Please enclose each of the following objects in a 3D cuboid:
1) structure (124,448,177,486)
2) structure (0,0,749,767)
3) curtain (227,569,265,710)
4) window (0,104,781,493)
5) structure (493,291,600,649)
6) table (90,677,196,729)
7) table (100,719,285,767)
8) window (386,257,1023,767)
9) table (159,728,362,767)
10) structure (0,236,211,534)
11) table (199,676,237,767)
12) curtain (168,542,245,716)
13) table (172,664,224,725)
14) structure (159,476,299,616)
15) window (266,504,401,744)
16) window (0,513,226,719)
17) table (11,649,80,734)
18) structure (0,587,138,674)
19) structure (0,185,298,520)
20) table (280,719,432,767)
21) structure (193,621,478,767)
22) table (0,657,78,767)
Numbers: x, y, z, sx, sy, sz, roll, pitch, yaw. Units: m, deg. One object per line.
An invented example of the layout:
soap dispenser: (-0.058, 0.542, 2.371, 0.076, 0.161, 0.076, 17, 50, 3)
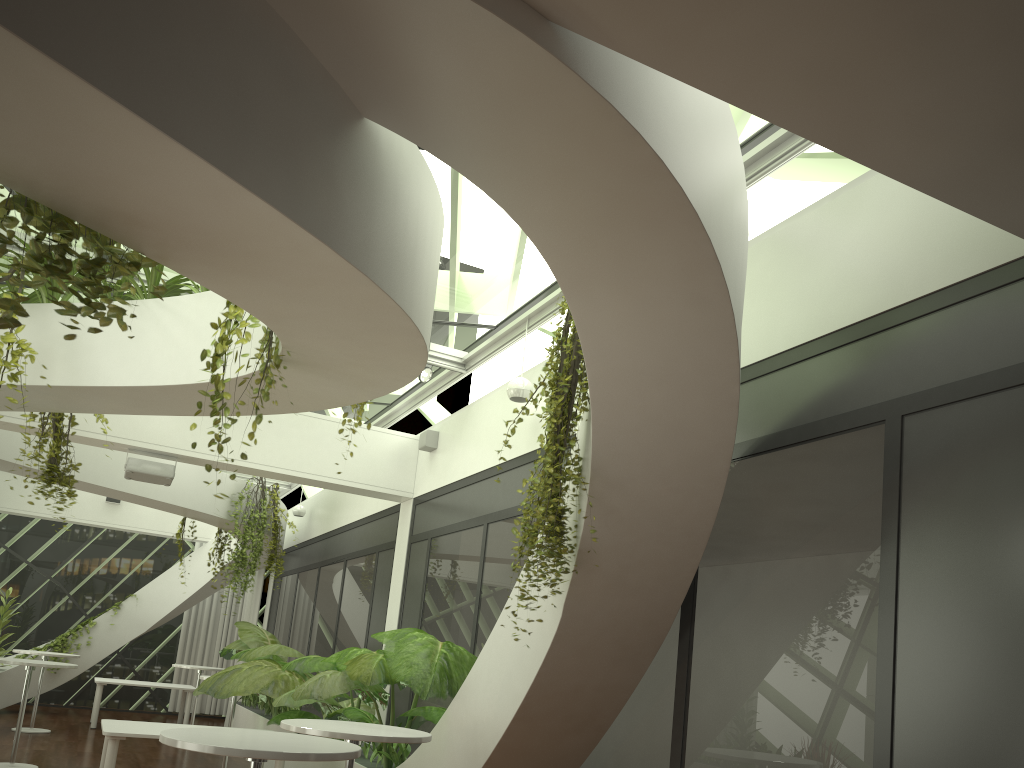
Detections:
structure: (-3.556, 0.821, 8.605, 0.468, 0.268, 0.396, 13, -17, -24)
structure: (-2.344, 1.221, 4.955, 5.969, 4.093, 25.024, 11, -19, -17)
curtain: (-5.030, 4.393, 16.877, 0.162, 3.973, 1.016, 11, -11, -25)
window: (-4.002, -0.398, 9.647, 5.759, 0.053, 17.111, 14, -20, -22)
structure: (0.317, 0.279, 4.386, 0.618, 2.056, 1.092, 8, -12, -12)
table: (-5.940, 5.166, 14.047, 1.520, 0.697, 1.092, 14, -17, -24)
table: (-2.768, 3.348, 7.520, 1.520, 0.697, 1.092, 14, -17, -24)
window: (0.323, 1.922, 6.116, 0.051, 3.143, 7.259, 10, -17, -23)
table: (-1.149, 2.087, 3.762, 0.875, 1.065, 0.866, 17, -17, -38)
structure: (-3.682, 0.259, 6.481, 4.631, 2.250, 1.492, -3, -15, 28)
table: (-3.197, 3.922, 9.977, 0.854, 1.065, 0.887, 4, -13, 10)
curtain: (-5.847, 4.472, 17.376, 1.246, 3.973, 0.162, 11, -11, -26)
table: (-4.755, 4.815, 13.182, 0.854, 1.065, 0.887, 4, -13, 10)
structure: (-3.969, 2.225, 12.319, 1.437, 2.013, 1.688, -1, -15, 29)
window: (-2.948, 3.797, 12.847, 0.051, 3.143, 7.350, 10, -17, -23)
window: (-7.833, 3.874, 16.729, 5.812, 4.511, 0.039, 13, -12, -25)
table: (-6.640, 4.328, 12.305, 0.854, 1.065, 0.887, 4, -13, 10)
structure: (-7.891, 3.717, 13.315, 2.029, 1.619, 4.950, 4, -17, 7)
structure: (-1.661, -0.441, 2.946, 1.230, 1.801, 3.319, -1, -18, 30)
table: (-0.943, 2.494, 4.931, 0.875, 1.065, 0.866, 17, -17, -38)
structure: (-2.656, 3.460, 9.640, 1.804, 1.664, 9.107, 12, -19, -23)
table: (-5.082, 3.435, 9.100, 0.854, 1.065, 0.887, 4, -13, 10)
